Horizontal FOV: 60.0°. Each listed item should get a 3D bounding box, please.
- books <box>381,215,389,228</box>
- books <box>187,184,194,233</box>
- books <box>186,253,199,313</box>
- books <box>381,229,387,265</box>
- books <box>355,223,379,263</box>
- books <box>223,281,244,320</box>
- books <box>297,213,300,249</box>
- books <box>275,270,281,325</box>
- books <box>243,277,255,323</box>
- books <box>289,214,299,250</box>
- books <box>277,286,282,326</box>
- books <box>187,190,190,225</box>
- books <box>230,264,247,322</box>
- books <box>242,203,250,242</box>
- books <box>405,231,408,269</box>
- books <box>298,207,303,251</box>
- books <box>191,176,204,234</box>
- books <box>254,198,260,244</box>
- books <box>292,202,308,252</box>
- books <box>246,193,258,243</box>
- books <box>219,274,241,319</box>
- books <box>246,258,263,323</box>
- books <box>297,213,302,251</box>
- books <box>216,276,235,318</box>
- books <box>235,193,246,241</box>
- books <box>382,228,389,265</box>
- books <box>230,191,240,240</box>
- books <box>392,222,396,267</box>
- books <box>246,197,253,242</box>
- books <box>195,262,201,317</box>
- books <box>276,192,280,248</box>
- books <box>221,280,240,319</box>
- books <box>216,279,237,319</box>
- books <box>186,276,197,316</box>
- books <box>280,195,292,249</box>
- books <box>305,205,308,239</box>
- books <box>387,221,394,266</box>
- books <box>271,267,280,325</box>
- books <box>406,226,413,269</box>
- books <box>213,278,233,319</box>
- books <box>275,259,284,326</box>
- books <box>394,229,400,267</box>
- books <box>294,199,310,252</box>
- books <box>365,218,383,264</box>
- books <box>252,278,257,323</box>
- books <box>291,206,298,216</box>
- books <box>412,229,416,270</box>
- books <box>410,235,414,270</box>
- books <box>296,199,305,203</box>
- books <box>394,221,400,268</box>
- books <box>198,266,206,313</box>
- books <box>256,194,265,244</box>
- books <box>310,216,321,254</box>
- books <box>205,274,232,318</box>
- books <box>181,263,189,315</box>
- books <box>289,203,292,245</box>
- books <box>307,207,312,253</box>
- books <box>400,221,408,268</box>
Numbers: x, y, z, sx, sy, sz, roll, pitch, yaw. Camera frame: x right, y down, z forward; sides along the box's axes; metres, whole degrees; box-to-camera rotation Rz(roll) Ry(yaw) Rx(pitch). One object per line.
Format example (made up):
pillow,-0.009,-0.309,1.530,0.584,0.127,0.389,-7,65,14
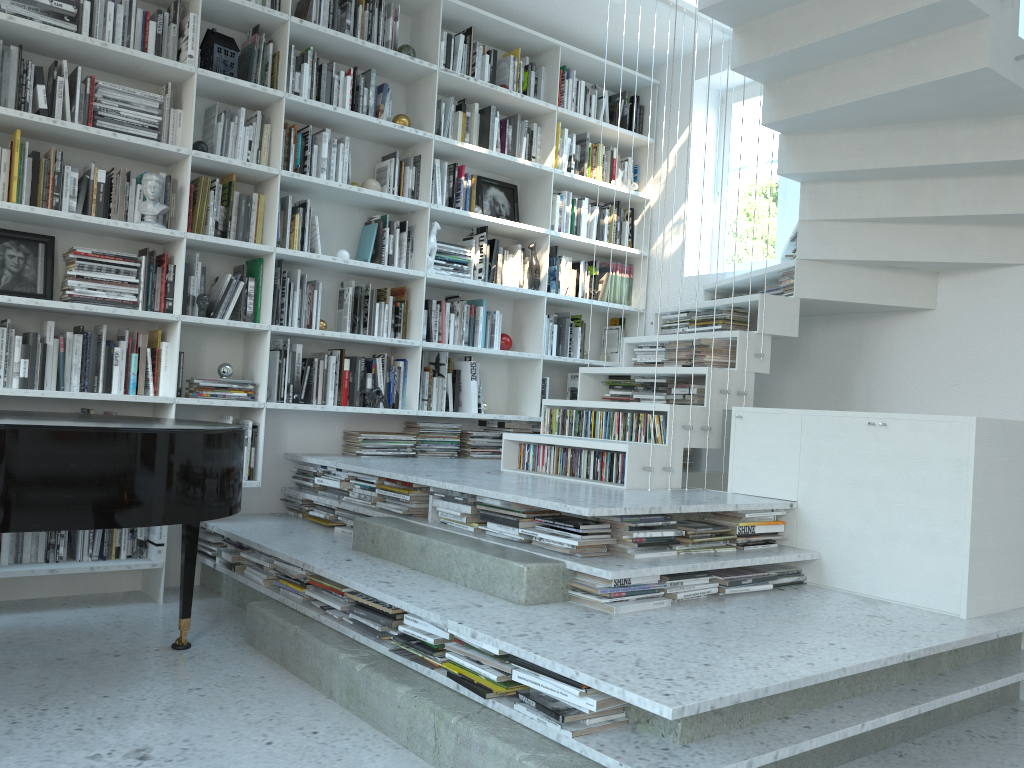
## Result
books,-0.714,-0.754,4.769,0.013,0.295,0.154,4,-1,-38
books,-1.531,-0.795,4.145,0.013,0.247,0.176,4,-1,-38
books,-1.504,-0.455,4.152,0.013,0.307,0.141,4,-1,-38
books,-0.724,-0.712,4.742,0.006,0.210,0.188,4,-1,-38
books,-0.778,-0.730,4.717,0.056,0.241,0.153,4,-1,-38
books,-1.367,-0.389,4.261,0.091,0.205,0.169,4,-1,-38
books,-1.110,-0.743,4.450,0.014,0.209,0.156,4,-1,-38
books,-1.189,-0.417,4.395,0.006,0.281,0.155,4,-1,-38
books,-1.299,-0.397,4.293,0.029,0.223,0.171,4,-1,-38
books,-1.113,-0.735,4.415,0.017,0.192,0.191,4,-1,-38
books,-1.189,-0.378,4.405,0.013,0.204,0.154,4,-1,-38
books,-1.536,-0.794,4.127,0.014,0.244,0.145,4,-1,-38
books,-1.326,-0.430,4.297,0.013,0.285,0.138,4,-1,-38
books,-1.315,-0.757,4.269,0.034,0.204,0.181,4,-1,-38
books,-0.618,-0.721,4.838,0.013,0.244,0.158,4,-1,-38
books,-1.094,-0.758,4.467,0.017,0.243,0.132,4,-1,-38
books,-1.490,-0.815,4.143,0.035,0.293,0.145,4,-1,-38
books,-1.279,-0.775,4.334,0.019,0.247,0.149,4,-1,-38
books,-1.079,-0.771,4.467,0.006,0.270,0.178,4,-1,-38
books,-1.284,-0.785,4.311,0.032,0.266,0.143,4,-1,-38
books,-1.380,-0.409,4.252,0.094,0.238,0.149,4,-1,-38
books,-1.268,-0.445,4.327,0.014,0.325,0.182,4,-1,-38
books,-1.097,-0.743,4.450,0.007,0.211,0.158,4,-1,-38
books,-1.405,-0.404,4.241,0.095,0.226,0.144,4,-1,-38
books,-1.329,-0.777,4.248,0.027,0.242,0.188,4,-1,-38
books,-0.717,-0.716,4.748,0.013,0.219,0.187,4,-1,-38
books,-1.362,-0.785,4.253,0.033,0.253,0.174,4,-1,-38
books,-0.677,-0.733,4.782,0.015,0.259,0.152,4,-1,-38
books,-1.306,-0.773,4.300,0.028,0.239,0.145,4,-1,-38
books,-1.501,-0.434,4.166,0.012,0.266,0.157,4,-1,-38
books,-1.189,-0.789,4.375,0.035,0.287,0.191,4,-1,-38
books,-1.383,-0.396,4.262,0.090,0.215,0.139,4,-1,-38
books,-1.394,-0.396,4.244,0.090,0.212,0.143,4,-1,-38
books,-1.513,-0.399,4.126,0.027,0.192,0.182,4,-1,-38
books,-1.145,-0.781,4.390,0.013,0.279,0.191,4,-1,-38
books,-1.078,-0.772,4.475,0.006,0.273,0.167,4,-1,-38
books,-0.689,-0.736,4.772,0.018,0.263,0.165,4,-1,-38
books,-1.199,-0.425,4.388,0.018,0.295,0.177,4,-1,-38
books,-0.598,-0.724,4.831,0.011,0.252,0.169,4,-1,-38
books,-1.405,-0.396,4.215,0.089,0.210,0.175,4,-1,-38
books,-1.183,-0.446,4.420,0.007,0.342,0.149,4,-1,-38
books,-0.662,-0.715,4.784,0.012,0.224,0.178,4,-1,-38
books,-1.070,-0.779,4.481,0.013,0.287,0.158,4,-1,-38
books,-0.743,-0.741,4.734,0.021,0.264,0.174,4,-1,-38
books,-1.286,-0.397,4.318,0.021,0.226,0.148,4,-1,-38
books,-1.118,-0.760,4.443,0.008,0.242,0.169,4,-1,-38
books,-0.575,-0.718,4.857,0.010,0.245,0.158,4,-1,-38
books,-0.595,-0.702,4.854,0.023,0.212,0.164,4,-1,-38
books,-1.086,-0.785,4.521,0.011,0.300,0.088,4,-1,-38
books,-0.655,-0.739,4.809,0.032,0.274,0.154,4,-1,-38
books,-1.483,-0.424,4.181,0.035,0.248,0.141,4,-1,-38
books,-1.261,-0.784,4.344,0.033,0.268,0.141,4,-1,-38
books,-1.019,-0.735,4.497,0.051,0.210,0.176,4,-1,-38
books,-1.415,-0.407,4.201,0.095,0.228,0.190,4,-1,-38
books,-1.546,-0.431,4.126,0.028,0.253,0.142,4,-1,-38
books,-1.142,-0.768,4.430,0.013,0.256,0.144,4,-1,-38
books,-1.058,-0.761,4.501,0.007,0.254,0.161,4,-1,-38
books,-0.624,-0.736,4.805,0.012,0.273,0.183,4,-1,-38
